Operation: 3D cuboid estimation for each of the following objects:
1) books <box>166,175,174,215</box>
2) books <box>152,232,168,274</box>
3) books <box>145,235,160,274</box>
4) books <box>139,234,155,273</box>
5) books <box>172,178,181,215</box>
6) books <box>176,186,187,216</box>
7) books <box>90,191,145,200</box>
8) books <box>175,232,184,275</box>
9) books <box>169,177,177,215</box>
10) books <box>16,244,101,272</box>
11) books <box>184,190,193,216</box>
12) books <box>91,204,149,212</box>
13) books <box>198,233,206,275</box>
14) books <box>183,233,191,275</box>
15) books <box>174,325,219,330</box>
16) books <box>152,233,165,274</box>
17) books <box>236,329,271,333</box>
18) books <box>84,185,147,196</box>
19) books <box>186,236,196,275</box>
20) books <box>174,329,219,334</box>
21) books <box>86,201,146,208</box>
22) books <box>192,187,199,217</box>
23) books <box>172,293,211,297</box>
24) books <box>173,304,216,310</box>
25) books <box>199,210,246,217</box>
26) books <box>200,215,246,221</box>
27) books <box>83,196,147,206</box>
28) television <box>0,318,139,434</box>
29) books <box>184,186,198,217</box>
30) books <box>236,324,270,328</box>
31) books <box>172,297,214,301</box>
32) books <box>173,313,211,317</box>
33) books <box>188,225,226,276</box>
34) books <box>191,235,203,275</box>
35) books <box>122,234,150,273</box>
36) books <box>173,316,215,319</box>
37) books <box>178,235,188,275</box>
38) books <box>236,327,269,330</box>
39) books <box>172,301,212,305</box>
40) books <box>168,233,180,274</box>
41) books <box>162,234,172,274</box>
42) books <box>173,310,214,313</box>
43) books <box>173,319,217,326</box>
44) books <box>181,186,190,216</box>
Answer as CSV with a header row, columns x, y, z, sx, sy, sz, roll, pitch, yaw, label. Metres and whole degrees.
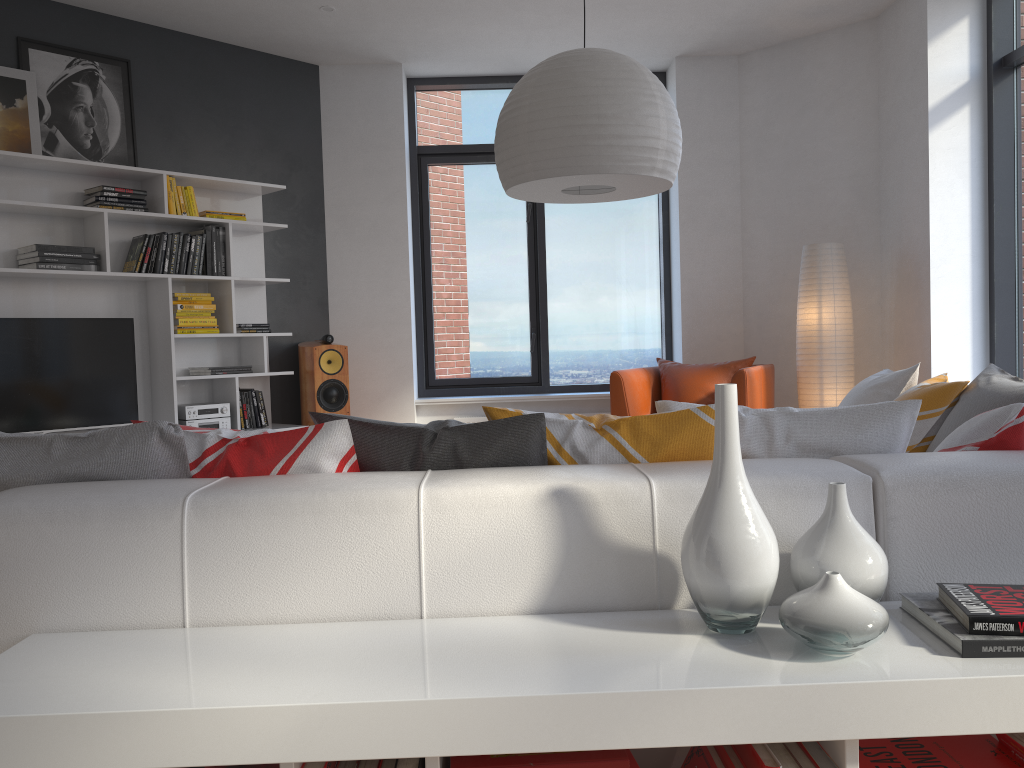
x,y,z,sx,sy,sz,roll,pitch,yaw,label
-2.061,-1.106,5.244,0.161,0.229,0.041,0,3,43,books
-2.113,-0.767,5.261,0.192,0.254,0.075,0,3,43,books
-2.142,-0.753,5.210,0.169,0.233,0.081,0,3,43,books
-2.174,-0.751,5.197,0.187,0.234,0.096,1,3,44,books
-2.044,-1.107,5.301,0.164,0.224,0.054,0,3,43,books
-2.006,-1.086,5.309,0.132,0.180,0.054,1,3,44,books
-2.273,-1.074,5.105,0.246,0.026,0.180,-4,3,-44,books
-2.045,-0.775,5.331,0.197,0.260,0.066,1,3,44,books
-2.059,-1.106,5.273,0.163,0.224,0.041,0,3,42,books
-2.502,-0.681,4.897,0.277,0.137,0.343,0,3,39,books
-1.966,-1.078,5.325,0.108,0.161,0.046,0,3,43,books
-2.277,-0.995,5.107,0.284,0.030,0.214,-4,3,-43,books
-1.944,-0.782,5.432,0.197,0.260,0.066,1,3,44,books
-2.012,-0.774,5.362,0.192,0.254,0.075,0,3,43,books
-1.969,-0.343,5.444,0.257,0.024,0.203,-4,3,-43,books
-2.109,-0.758,5.226,0.172,0.242,0.069,1,3,45,books
-1.677,-0.334,5.676,0.213,0.023,0.161,-4,3,-43,books
-2.284,-1.100,5.110,0.209,0.030,0.266,0,3,37,books
-1.985,-0.771,5.372,0.179,0.243,0.071,0,3,43,books
-1.960,-0.317,5.441,0.257,0.028,0.194,-4,3,-41,books
-2.281,-1.020,5.108,0.189,0.020,0.264,0,3,42,books
-1.950,-1.093,5.374,0.142,0.184,0.044,1,3,45,books
-1.998,-0.543,5.462,0.223,0.023,0.163,-4,3,-42,books
-1.975,-0.468,5.456,0.239,0.033,0.176,-4,3,-43,books
-1.835,-1.052,5.554,0.257,0.024,0.203,-4,3,-43,books
-1.826,-1.026,5.551,0.257,0.028,0.194,-4,3,-41,books
-2.294,-1.046,5.123,0.284,0.030,0.214,-4,3,-43,books
-2.600,-0.006,4.827,0.207,0.704,1.102,1,3,44,television
-1.960,-1.092,5.351,0.141,0.184,0.064,1,3,45,books
-1.690,-0.372,5.687,0.213,0.023,0.161,-4,3,-43,books
-1.974,-0.520,5.454,0.223,0.023,0.163,-4,3,-42,books
-1.978,-0.421,5.432,0.217,0.023,0.145,-4,3,-42,books
-1.898,-0.813,5.521,0.259,0.321,0.128,1,3,44,books
-1.967,-0.776,5.407,0.191,0.249,0.084,1,3,44,books
-2.194,-0.750,5.170,0.182,0.234,0.104,1,3,44,books
-1.985,-0.405,5.453,0.251,0.014,0.189,-4,3,-43,books
-2.009,-0.765,5.328,0.172,0.242,0.069,1,3,45,books
-1.680,-0.353,5.676,0.142,0.015,0.198,0,3,42,books
-1.982,-0.496,5.452,0.227,0.022,0.160,-3,3,-31,books
-2.067,-0.768,5.306,0.191,0.249,0.084,1,3,44,books
-2.089,-0.761,5.276,0.179,0.243,0.068,0,3,42,books
-1.983,-0.442,5.451,0.171,0.019,0.239,1,3,44,books
-1.973,-0.376,5.446,0.189,0.042,0.243,1,3,44,books
-1.987,-1.087,5.319,0.128,0.178,0.044,1,3,43,books
